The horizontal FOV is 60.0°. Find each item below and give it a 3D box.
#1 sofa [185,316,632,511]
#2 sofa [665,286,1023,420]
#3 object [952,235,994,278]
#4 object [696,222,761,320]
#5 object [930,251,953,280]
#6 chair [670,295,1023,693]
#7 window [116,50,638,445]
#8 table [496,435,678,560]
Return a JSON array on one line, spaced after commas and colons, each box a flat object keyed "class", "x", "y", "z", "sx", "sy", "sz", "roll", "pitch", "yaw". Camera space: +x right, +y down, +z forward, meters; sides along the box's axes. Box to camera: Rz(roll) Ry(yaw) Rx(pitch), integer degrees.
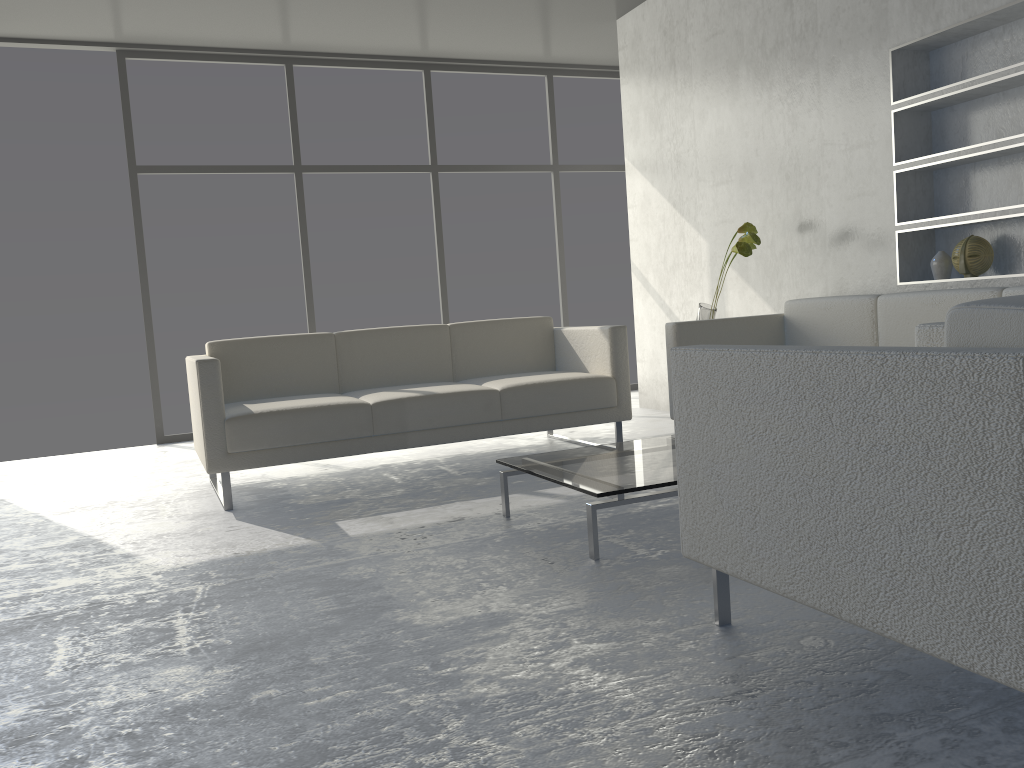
[{"class": "sofa", "x": -0.467, "y": 0.062, "z": 4.097, "sx": 1.881, "sy": 0.658, "sz": 0.821, "roll": -6, "pitch": 5, "yaw": -23}, {"class": "sofa", "x": 1.429, "y": -0.008, "z": 3.301, "sx": 0.821, "sy": 0.658, "sz": 1.881, "roll": -6, "pitch": 5, "yaw": -23}, {"class": "object", "x": 1.837, "y": -0.511, "z": 3.573, "sx": 0.088, "sy": 0.179, "sz": 0.163, "roll": -7, "pitch": 5, "yaw": -32}, {"class": "object", "x": 1.041, "y": -0.256, "z": 4.293, "sx": 0.387, "sy": 1.051, "sz": 0.400, "roll": -4, "pitch": 5, "yaw": 5}, {"class": "object", "x": 1.804, "y": -0.495, "z": 3.723, "sx": 0.086, "sy": 0.128, "sz": 0.086, "roll": -5, "pitch": 5, "yaw": -12}, {"class": "chair", "x": 0.833, "y": 0.169, "z": 1.621, "sx": 0.748, "sy": 0.662, "sz": 0.821, "roll": -6, "pitch": 5, "yaw": -23}, {"class": "window", "x": -0.496, "y": -1.036, "z": 6.382, "sx": 4.080, "sy": 2.477, "sz": 0.037, "roll": -6, "pitch": 5, "yaw": -23}, {"class": "table", "x": 0.445, "y": 0.333, "z": 2.858, "sx": 0.773, "sy": 0.190, "sz": 0.730, "roll": -6, "pitch": 5, "yaw": -23}]
